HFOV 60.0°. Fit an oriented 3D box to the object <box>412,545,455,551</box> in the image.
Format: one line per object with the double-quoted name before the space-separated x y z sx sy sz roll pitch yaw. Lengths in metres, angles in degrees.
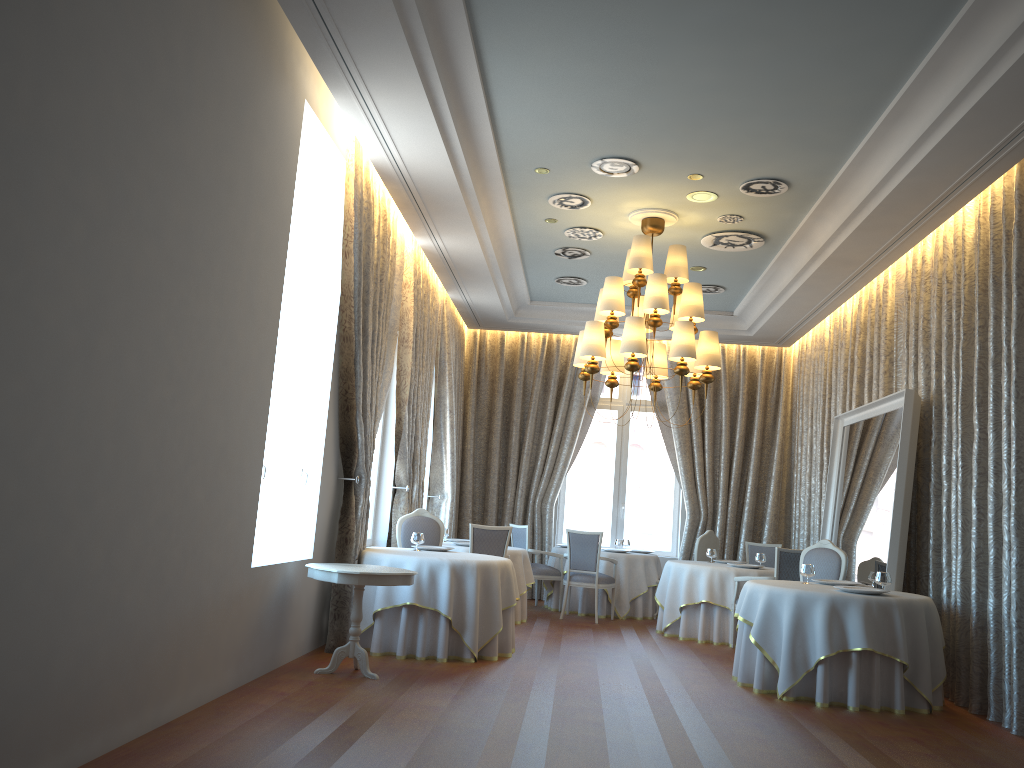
"object" -0.764 1.590 8.571 0.419 0.036 0.419 4 -8 3

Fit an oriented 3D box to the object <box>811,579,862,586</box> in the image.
"object" 2.868 1.759 7.843 0.419 0.036 0.419 4 -8 3

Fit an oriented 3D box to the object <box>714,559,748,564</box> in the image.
"object" 2.685 2.193 10.915 0.419 0.036 0.419 4 -8 3

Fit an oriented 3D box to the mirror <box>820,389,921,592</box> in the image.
"mirror" 3.494 1.472 8.900 0.385 2.564 2.251 4 -8 5

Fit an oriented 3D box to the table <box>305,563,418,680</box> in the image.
"table" -1.151 1.772 6.578 0.760 0.801 0.761 -4 -11 44

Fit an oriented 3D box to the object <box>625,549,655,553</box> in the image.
"object" 1.795 2.343 12.407 0.419 0.036 0.419 4 -8 3

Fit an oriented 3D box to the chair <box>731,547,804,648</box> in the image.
"chair" 2.788 2.295 9.469 0.650 1.108 0.629 8 -9 -25

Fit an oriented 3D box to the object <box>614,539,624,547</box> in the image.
"object" 1.483 2.237 12.289 0.128 0.165 0.128 4 -8 5

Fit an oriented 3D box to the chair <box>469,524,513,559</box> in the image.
"chair" -0.366 2.081 9.648 0.650 1.108 0.629 7 -9 -20

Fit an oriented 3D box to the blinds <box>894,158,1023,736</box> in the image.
"blinds" 3.731 0.122 6.887 0.238 4.819 4.439 4 -8 5

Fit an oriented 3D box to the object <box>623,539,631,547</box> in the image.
"object" 1.632 2.308 12.699 0.128 0.165 0.128 4 -8 5

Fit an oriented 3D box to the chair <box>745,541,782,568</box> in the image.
"chair" 3.221 2.634 11.571 0.650 1.108 0.629 1 -9 25

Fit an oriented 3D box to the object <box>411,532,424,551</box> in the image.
"object" -0.882 1.473 8.281 0.128 0.165 0.128 6 -8 -13

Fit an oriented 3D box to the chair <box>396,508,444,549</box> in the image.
"chair" -0.886 1.882 8.943 0.563 1.233 0.690 7 -9 -20

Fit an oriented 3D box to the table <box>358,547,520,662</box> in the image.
"table" -0.760 1.991 8.095 1.663 0.890 1.667 5 -8 -6

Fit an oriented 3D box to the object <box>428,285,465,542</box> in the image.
"object" -0.896 0.677 12.670 0.386 4.901 2.121 4 -8 5

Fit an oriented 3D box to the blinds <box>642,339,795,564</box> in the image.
"blinds" 3.080 1.037 13.385 2.476 4.901 0.386 4 -8 5

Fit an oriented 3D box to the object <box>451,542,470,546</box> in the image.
"object" -0.500 1.862 10.301 0.419 0.036 0.419 4 -8 3

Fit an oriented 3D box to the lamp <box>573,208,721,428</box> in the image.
"lamp" 1.352 -0.654 8.822 1.373 2.121 1.373 -3 -11 42

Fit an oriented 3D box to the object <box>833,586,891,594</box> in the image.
"object" 2.754 1.626 6.988 0.419 0.036 0.419 4 -8 3

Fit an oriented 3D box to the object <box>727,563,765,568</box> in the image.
"object" 2.664 2.073 10.104 0.419 0.036 0.419 4 -8 3

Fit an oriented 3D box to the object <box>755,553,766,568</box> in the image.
"object" 2.900 2.062 10.349 0.128 0.165 0.128 4 -8 5

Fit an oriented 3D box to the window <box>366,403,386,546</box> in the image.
"window" -1.487 0.064 9.323 0.259 3.306 1.882 4 -8 4

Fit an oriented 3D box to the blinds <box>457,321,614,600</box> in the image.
"blinds" 0.220 0.855 13.626 2.535 4.901 0.386 4 -8 5

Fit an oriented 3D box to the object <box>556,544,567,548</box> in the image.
"object" 0.818 2.253 12.303 0.419 0.036 0.419 4 -8 3

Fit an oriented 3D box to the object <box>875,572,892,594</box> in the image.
"object" 3.017 1.613 7.208 0.128 0.165 0.128 4 -8 5

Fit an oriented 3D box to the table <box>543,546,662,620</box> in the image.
"table" 1.284 2.764 12.340 1.667 0.890 1.663 1 -9 23

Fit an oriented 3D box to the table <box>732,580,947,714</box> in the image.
"table" 2.696 2.147 7.369 1.663 0.890 1.667 5 -8 -6

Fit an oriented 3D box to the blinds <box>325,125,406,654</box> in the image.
"blinds" -1.311 -0.068 8.100 0.315 4.930 2.204 4 -8 5

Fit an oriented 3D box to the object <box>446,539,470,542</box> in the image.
"object" -0.637 1.984 11.215 0.419 0.036 0.419 4 -8 3

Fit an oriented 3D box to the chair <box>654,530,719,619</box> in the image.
"chair" 2.337 2.546 11.822 0.690 1.233 0.563 -4 -12 44

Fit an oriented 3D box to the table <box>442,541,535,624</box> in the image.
"table" -0.564 2.384 10.697 1.667 0.890 1.663 5 -8 -1

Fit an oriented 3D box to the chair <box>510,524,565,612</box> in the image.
"chair" 0.304 2.477 12.015 0.629 1.108 0.650 9 -10 -30

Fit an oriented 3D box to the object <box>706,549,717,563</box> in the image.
"object" 2.425 2.088 10.774 0.128 0.165 0.128 4 -8 5

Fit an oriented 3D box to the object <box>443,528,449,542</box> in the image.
"object" -0.844 1.873 11.004 0.128 0.165 0.128 4 -8 5

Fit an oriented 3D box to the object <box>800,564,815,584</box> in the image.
"object" 2.570 1.652 7.710 0.128 0.165 0.128 -1 -10 34

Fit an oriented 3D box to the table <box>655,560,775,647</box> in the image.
"table" 2.539 2.580 10.423 1.663 0.890 1.667 2 -9 18

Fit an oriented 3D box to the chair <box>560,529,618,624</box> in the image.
"chair" 0.954 2.412 11.231 0.650 1.108 0.629 1 -9 20

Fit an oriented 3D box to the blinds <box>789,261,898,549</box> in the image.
"blinds" 4.045 0.774 11.199 0.238 4.819 4.439 4 -8 5

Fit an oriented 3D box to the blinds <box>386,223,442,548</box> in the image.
"blinds" -1.112 0.301 10.524 0.335 4.969 2.257 4 -8 5

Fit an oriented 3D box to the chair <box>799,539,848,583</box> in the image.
"chair" 2.729 2.063 8.303 0.690 1.233 0.563 10 -10 -35

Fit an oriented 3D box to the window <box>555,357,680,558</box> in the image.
"window" 1.726 0.976 13.914 1.881 3.306 0.196 4 -8 5

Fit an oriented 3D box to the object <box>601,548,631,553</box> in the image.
"object" 1.403 2.248 11.965 0.419 0.036 0.419 4 -8 3
